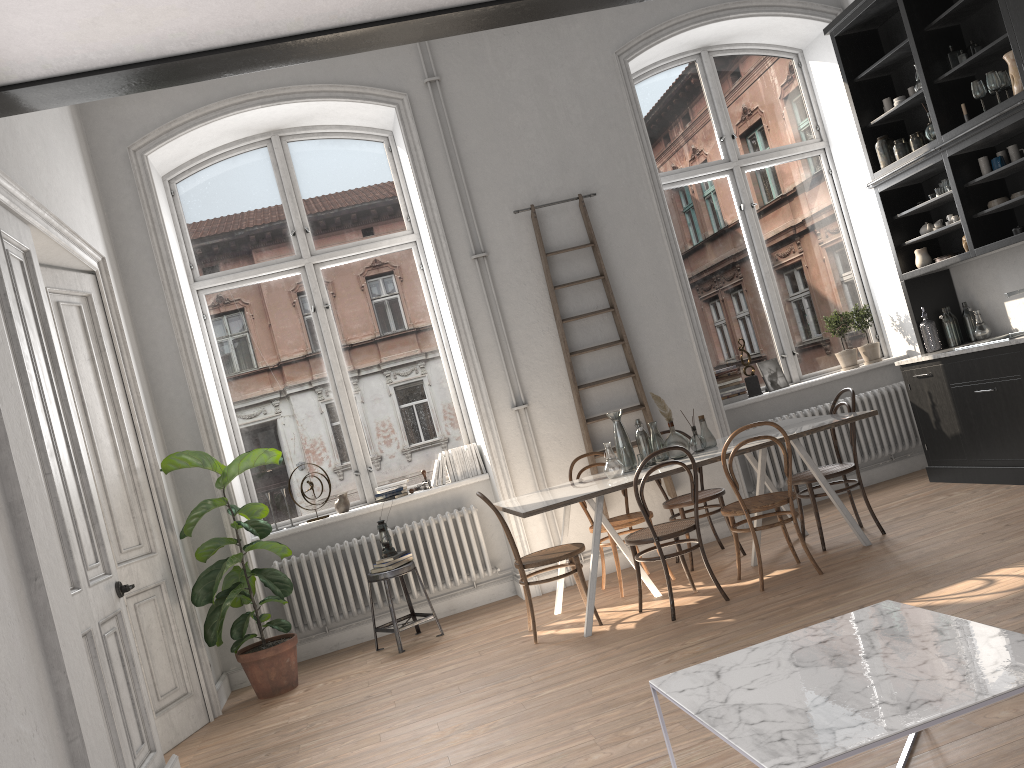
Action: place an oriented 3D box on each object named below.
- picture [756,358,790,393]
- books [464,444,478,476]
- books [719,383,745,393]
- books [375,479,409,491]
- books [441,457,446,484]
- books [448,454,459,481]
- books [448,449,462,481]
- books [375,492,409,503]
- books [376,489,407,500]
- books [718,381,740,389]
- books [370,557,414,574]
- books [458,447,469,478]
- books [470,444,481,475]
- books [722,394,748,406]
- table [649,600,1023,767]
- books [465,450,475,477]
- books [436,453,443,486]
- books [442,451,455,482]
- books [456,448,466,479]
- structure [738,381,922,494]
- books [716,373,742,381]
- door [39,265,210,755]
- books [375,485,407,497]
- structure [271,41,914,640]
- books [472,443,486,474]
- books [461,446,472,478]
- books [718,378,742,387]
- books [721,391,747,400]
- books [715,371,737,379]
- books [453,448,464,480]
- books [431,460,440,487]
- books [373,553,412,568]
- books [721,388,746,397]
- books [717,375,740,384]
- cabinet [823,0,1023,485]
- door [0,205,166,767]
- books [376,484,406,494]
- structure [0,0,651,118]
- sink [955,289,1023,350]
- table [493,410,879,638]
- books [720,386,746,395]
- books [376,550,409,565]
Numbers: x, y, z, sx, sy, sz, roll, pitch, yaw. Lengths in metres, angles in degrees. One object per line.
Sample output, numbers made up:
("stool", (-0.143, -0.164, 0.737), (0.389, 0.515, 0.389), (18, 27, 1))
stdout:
("picture", (2.132, -0.066, 7.331), (0.221, 0.264, 0.149), (-14, -2, -27))
("books", (-0.317, 0.587, 6.826), (0.024, 0.243, 0.175), (-15, -2, -11))
("books", (1.741, 0.042, 7.209), (0.245, 0.028, 0.194), (-14, -2, -16))
("books", (-0.899, 0.759, 6.678), (0.243, 0.019, 0.174), (-15, -2, -1))
("books", (-0.523, 0.660, 6.762), (0.072, 0.203, 0.155), (-15, -2, -11))
("books", (-0.453, 0.641, 6.776), (0.020, 0.205, 0.155), (-15, -2, -11))
("books", (-0.435, 0.617, 6.770), (0.024, 0.243, 0.175), (-15, -2, -11))
("books", (-0.903, 0.853, 6.666), (0.221, 0.023, 0.147), (-17, -3, 38))
("books", (-0.903, 0.829, 6.665), (0.205, 0.022, 0.155), (-15, -2, 9))
("books", (1.740, 0.016, 7.207), (0.205, 0.022, 0.155), (-15, -2, 3))
("books", (-0.821, 1.239, 6.084), (0.194, 0.034, 0.246), (-16, -3, 29))
("books", (-0.380, 0.604, 6.813), (0.024, 0.243, 0.175), (-15, -2, -11))
("books", (-0.290, 0.579, 6.811), (0.024, 0.243, 0.175), (-15, -2, -11))
("books", (1.758, 0.135, 7.189), (0.248, 0.043, 0.192), (-15, -2, -11))
("table", (0.949, 0.959, 2.386), (0.849, 0.392, 0.850), (-15, -2, -11))
("books", (-0.330, 0.609, 6.800), (0.020, 0.205, 0.155), (-15, -2, -11))
("books", (-0.550, 0.650, 6.756), (0.100, 0.235, 0.175), (-15, -2, -11))
("books", (-0.486, 0.631, 6.792), (0.024, 0.243, 0.175), (-15, -2, -11))
("books", (-0.400, 0.608, 6.804), (0.019, 0.243, 0.175), (-15, -2, -11))
("structure", (2.549, 0.432, 7.158), (1.576, 0.552, 0.194), (-15, -2, -11))
("books", (1.718, -0.046, 7.208), (0.243, 0.019, 0.175), (-15, -2, -11))
("door", (-2.301, 0.686, 4.880), (0.216, 2.813, 1.096), (-16, -2, 14))
("books", (-0.906, 0.808, 6.664), (0.221, 0.023, 0.147), (-15, -2, 5))
("structure", (0.355, -0.809, 6.790), (5.179, 4.473, 0.340), (-15, -2, -11))
("books", (-0.259, 0.571, 6.815), (0.040, 0.244, 0.175), (-15, -2, -11))
("books", (-0.356, 0.596, 6.795), (0.019, 0.243, 0.175), (-15, -2, -11))
("books", (1.736, -0.007, 7.214), (0.222, 0.024, 0.158), (-15, -2, -11))
("books", (1.752, 0.103, 7.189), (0.249, 0.023, 0.175), (-14, -2, -15))
("books", (1.704, -0.065, 7.207), (0.231, 0.023, 0.162), (-15, -2, 5))
("books", (-0.416, 0.612, 6.783), (0.019, 0.243, 0.175), (-15, -2, -11))
("books", (-0.583, 0.679, 6.752), (0.105, 0.194, 0.155), (-15, -2, -12))
("books", (-0.817, 1.212, 6.090), (0.231, 0.029, 0.163), (-13, -3, -40))
("books", (1.746, 0.081, 7.190), (0.249, 0.023, 0.175), (-15, -2, -10))
("books", (1.728, -0.028, 7.208), (0.205, 0.022, 0.155), (-14, -2, -16))
("cabinet", (3.270, -1.198, 5.259), (0.634, 3.582, 3.253), (-15, -2, -11))
("door", (-1.939, 0.542, 3.772), (0.216, 2.813, 1.097), (-15, -2, -10))
("books", (-0.907, 0.786, 6.654), (0.205, 0.020, 0.155), (-14, -2, -21))
("structure", (1.131, -2.110, 0.888), (5.924, 1.212, 4.161), (-15, -2, -11))
("sink", (3.374, -0.361, 5.989), (0.514, 0.504, 0.526), (-15, -2, -11))
("table", (1.107, 0.848, 5.524), (2.199, 0.779, 1.101), (-15, -2, -11))
("books", (1.748, 0.062, 7.208), (0.255, 0.014, 0.193), (-15, -2, -8))
("books", (-0.821, 1.190, 6.092), (0.147, 0.027, 0.221), (-16, -2, 21))
